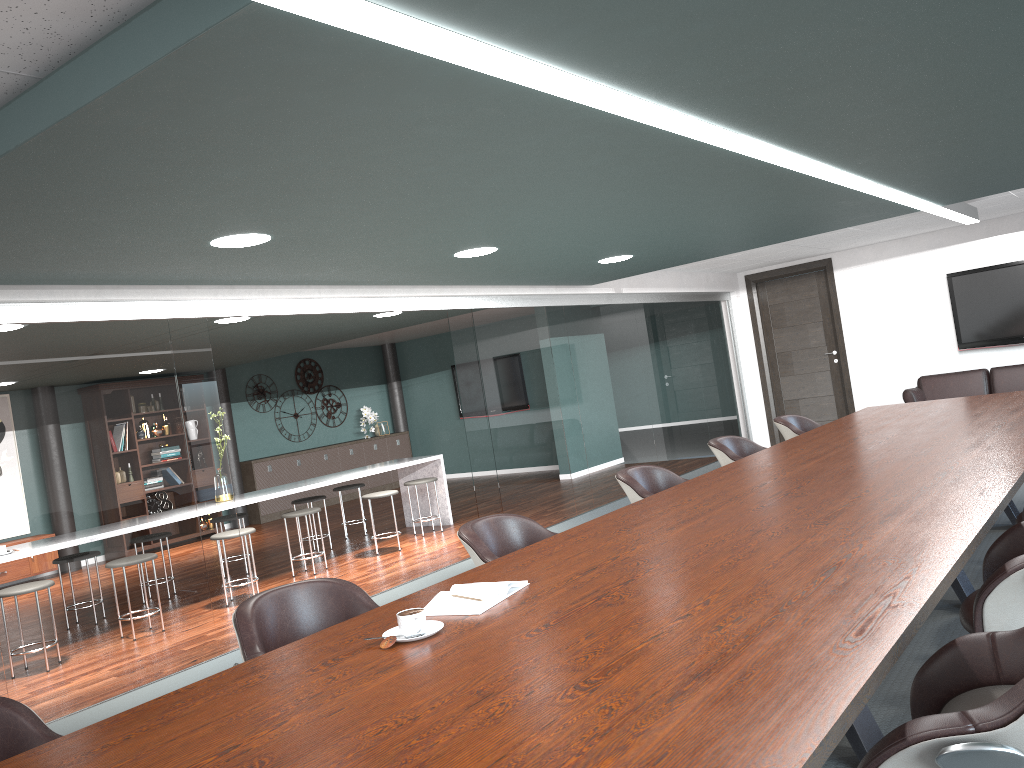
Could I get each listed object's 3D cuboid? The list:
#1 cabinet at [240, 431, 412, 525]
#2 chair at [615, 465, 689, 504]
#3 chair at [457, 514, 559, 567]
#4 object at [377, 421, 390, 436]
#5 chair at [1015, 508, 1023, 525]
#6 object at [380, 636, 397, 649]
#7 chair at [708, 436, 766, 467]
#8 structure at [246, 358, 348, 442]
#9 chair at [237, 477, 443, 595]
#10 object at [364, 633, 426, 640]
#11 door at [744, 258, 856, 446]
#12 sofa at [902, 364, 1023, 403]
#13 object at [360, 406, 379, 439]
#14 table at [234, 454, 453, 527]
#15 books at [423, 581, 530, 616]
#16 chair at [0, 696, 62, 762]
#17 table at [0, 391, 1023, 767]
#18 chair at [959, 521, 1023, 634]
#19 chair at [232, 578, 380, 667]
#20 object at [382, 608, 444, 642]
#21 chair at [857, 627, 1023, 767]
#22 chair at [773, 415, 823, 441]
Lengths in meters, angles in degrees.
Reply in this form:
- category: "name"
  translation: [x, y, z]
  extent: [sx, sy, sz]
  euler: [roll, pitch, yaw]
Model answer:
- category: "cabinet"
  translation: [-5.326, 1.704, 8.980]
  extent: [0.402, 0.820, 12.287]
  euler: [-9, 0, 37]
- category: "chair"
  translation: [0.812, 0.766, 4.285]
  extent: [0.518, 0.761, 0.535]
  euler: [-9, 0, 43]
- category: "chair"
  translation: [0.104, 0.873, 3.321]
  extent: [0.518, 0.761, 0.535]
  euler: [-9, 0, 43]
- category: "object"
  translation: [-1.962, 0.678, 13.516]
  extent: [0.174, 0.207, 0.042]
  euler: [-9, 0, -34]
- category: "chair"
  translation: [2.157, 0.555, 3.273]
  extent: [0.518, 0.761, 0.535]
  euler: [-9, 0, 43]
- category: "object"
  translation: [-0.282, 0.588, 2.019]
  extent: [0.044, 0.021, 0.041]
  euler: [-9, 0, 29]
- category: "chair"
  translation: [1.451, 0.670, 5.142]
  extent: [0.523, 0.761, 0.533]
  euler: [-9, 0, 18]
- category: "structure"
  translation: [-3.029, 0.230, 12.668]
  extent: [0.017, 1.178, 1.791]
  euler: [-9, 0, 37]
- category: "chair"
  translation: [-2.237, 1.376, 7.148]
  extent: [1.479, 0.512, 4.029]
  euler: [-9, 0, 36]
- category: "object"
  translation: [-0.271, 0.587, 2.047]
  extent: [0.155, 0.012, 0.034]
  euler: [-9, 0, 14]
- category: "door"
  translation: [3.404, -0.319, 10.393]
  extent: [1.038, 2.130, 0.139]
  euler: [-9, 0, 37]
- category: "sofa"
  translation: [4.973, 0.151, 7.163]
  extent: [1.976, 0.728, 4.057]
  euler: [-9, 0, -10]
- category: "object"
  translation: [-2.149, 0.564, 13.418]
  extent: [0.221, 0.495, 0.600]
  euler: [-9, 0, 11]
- category: "table"
  translation: [-2.222, 1.278, 7.088]
  extent: [0.609, 0.699, 4.577]
  euler: [-9, 0, 37]
- category: "books"
  translation: [-0.097, 0.555, 2.351]
  extent: [0.180, 0.032, 0.285]
  euler: [-9, 0, 27]
- category: "chair"
  translation: [-1.052, 1.046, 1.746]
  extent: [0.518, 0.761, 0.535]
  euler: [-9, 0, 43]
- category: "table"
  translation: [1.224, 0.728, 3.379]
  extent: [1.374, 0.706, 6.694]
  euler: [-9, 0, 37]
- category: "chair"
  translation: [1.472, 0.658, 2.355]
  extent: [0.523, 0.761, 0.533]
  euler: [-9, 0, 13]
- category: "chair"
  translation: [-0.493, 0.962, 2.508]
  extent: [0.535, 0.761, 0.518]
  euler: [-9, 0, -33]
- category: "object"
  translation: [-0.235, 0.564, 2.086]
  extent: [0.146, 0.056, 0.146]
  euler: [-9, 0, -29]
- category: "chair"
  translation: [0.859, 0.750, 1.519]
  extent: [0.523, 0.761, 0.533]
  euler: [-9, 0, 18]
- category: "chair"
  translation: [2.101, 0.573, 6.040]
  extent: [0.518, 0.761, 0.535]
  euler: [-9, 0, 43]
